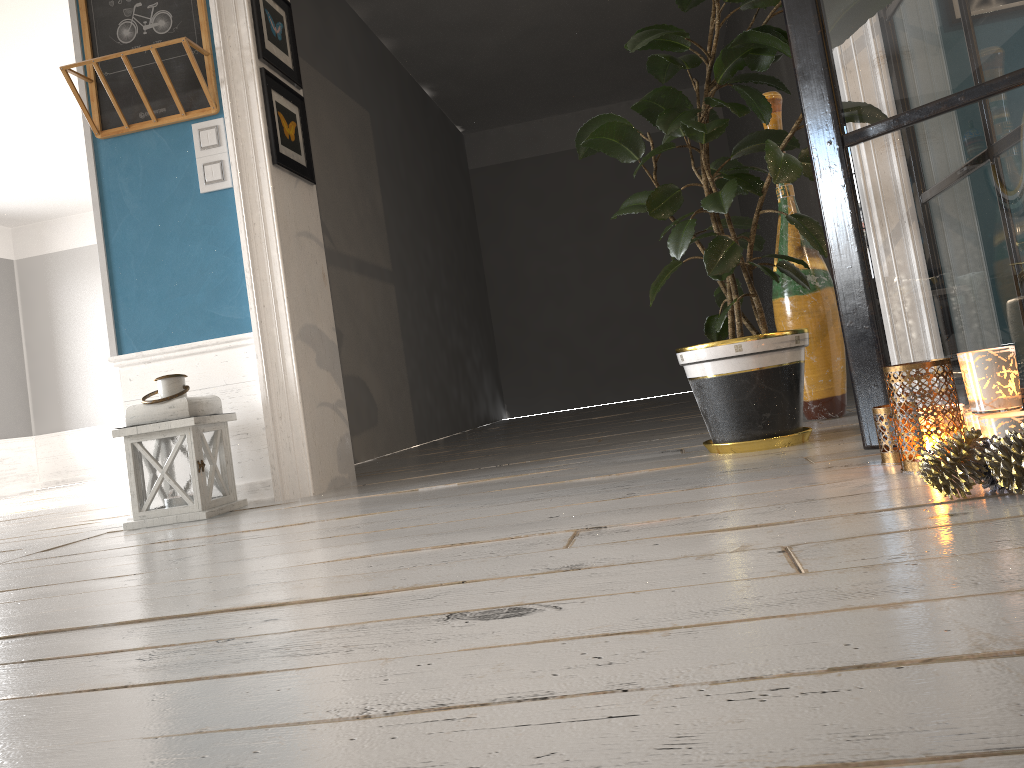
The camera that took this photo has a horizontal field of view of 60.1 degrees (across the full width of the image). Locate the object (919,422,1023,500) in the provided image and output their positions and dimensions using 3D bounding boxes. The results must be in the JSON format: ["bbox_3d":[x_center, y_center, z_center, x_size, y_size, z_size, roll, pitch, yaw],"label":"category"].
[{"bbox_3d":[0.932,0.063,1.216,0.717,0.118,0.191,-9,-2,-2],"label":"object"}]

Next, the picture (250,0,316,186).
[{"bbox_3d":[0.066,-1.305,3.202,1.941,0.757,0.358,-9,-4,10],"label":"picture"}]

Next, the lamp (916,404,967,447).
[{"bbox_3d":[0.792,0.091,1.619,0.081,0.099,0.080,-6,-4,-40],"label":"lamp"}]

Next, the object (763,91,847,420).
[{"bbox_3d":[0.966,-0.440,3.004,0.215,1.129,0.215,-9,-4,4],"label":"object"}]

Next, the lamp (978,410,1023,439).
[{"bbox_3d":[0.750,0.094,1.320,0.081,0.099,0.080,-6,-4,-40],"label":"lamp"}]

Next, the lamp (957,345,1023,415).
[{"bbox_3d":[0.744,-0.005,1.374,0.081,0.099,0.080,-6,-4,-40],"label":"lamp"}]

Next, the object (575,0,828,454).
[{"bbox_3d":[0.394,-0.715,0.890,1.009,1.801,3.890,-9,-1,10],"label":"object"}]

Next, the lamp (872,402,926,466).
[{"bbox_3d":[0.742,0.095,1.695,0.084,0.111,0.084,-8,-3,-14],"label":"lamp"}]

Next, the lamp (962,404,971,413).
[{"bbox_3d":[0.837,0.083,1.539,0.081,0.099,0.080,-6,-4,-40],"label":"lamp"}]

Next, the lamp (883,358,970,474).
[{"bbox_3d":[0.725,0.055,1.548,0.114,0.188,0.114,-9,-3,8],"label":"lamp"}]

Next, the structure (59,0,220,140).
[{"bbox_3d":[-1.372,-1.324,3.188,0.494,0.779,0.184,-9,-4,10],"label":"structure"}]

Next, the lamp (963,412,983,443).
[{"bbox_3d":[0.772,0.091,1.409,0.081,0.099,0.080,-6,-4,-40],"label":"lamp"}]

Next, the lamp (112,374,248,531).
[{"bbox_3d":[-1.106,0.205,2.941,0.286,0.480,0.286,-9,-4,9],"label":"lamp"}]
